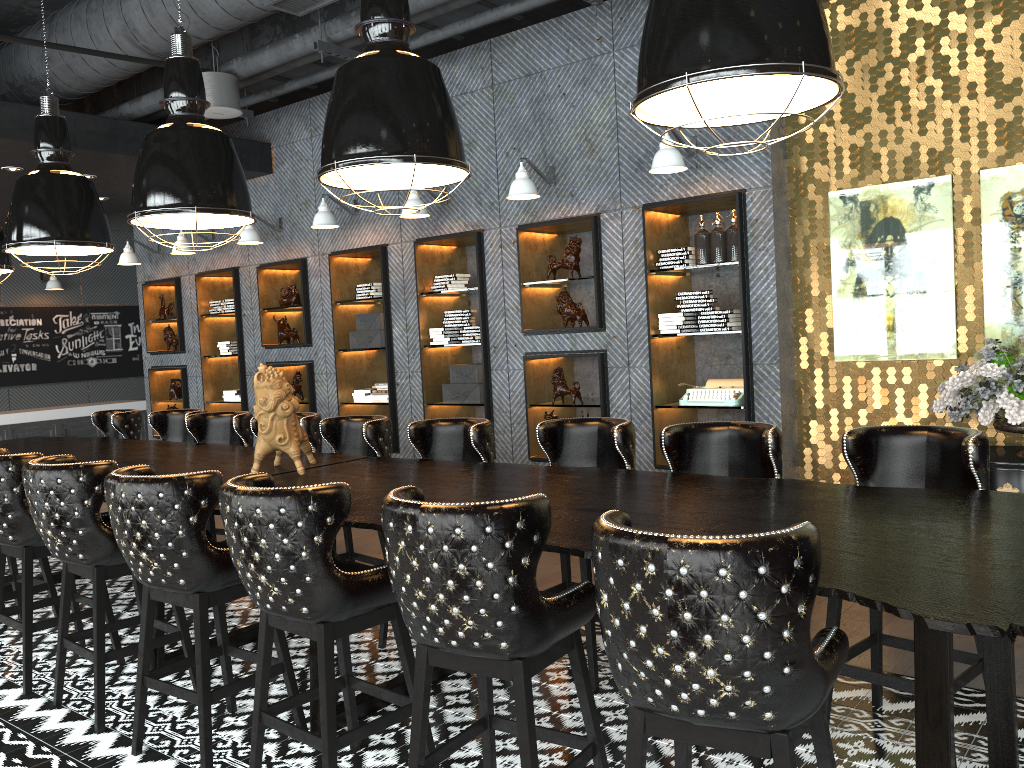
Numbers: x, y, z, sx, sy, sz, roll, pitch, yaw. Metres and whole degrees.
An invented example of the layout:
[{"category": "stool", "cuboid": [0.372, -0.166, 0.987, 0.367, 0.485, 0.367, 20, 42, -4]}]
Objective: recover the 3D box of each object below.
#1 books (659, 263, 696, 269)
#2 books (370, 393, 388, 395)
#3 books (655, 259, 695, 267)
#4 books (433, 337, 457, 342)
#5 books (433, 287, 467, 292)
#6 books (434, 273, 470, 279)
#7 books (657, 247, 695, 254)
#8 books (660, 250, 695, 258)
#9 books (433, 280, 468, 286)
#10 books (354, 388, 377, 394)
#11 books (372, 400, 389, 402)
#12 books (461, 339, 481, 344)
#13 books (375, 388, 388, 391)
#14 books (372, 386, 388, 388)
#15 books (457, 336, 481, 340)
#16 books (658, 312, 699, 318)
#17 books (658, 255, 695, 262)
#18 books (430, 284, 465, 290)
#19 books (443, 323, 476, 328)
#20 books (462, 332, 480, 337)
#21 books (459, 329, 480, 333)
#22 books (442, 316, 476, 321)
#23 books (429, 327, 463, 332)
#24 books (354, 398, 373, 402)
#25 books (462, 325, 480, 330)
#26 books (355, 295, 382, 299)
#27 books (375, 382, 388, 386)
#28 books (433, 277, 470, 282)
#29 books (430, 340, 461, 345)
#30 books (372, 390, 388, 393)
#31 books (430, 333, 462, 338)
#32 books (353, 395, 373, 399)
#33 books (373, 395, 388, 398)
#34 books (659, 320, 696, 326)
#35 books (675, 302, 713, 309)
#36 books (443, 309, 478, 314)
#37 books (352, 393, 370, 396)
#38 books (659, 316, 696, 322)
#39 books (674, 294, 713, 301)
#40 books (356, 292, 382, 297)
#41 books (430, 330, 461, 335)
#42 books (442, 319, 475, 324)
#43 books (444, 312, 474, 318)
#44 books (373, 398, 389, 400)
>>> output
[{"category": "books", "cuboid": [1.178, -0.814, 6.170, 0.245, 0.028, 0.194, 0, 4, 44]}, {"category": "books", "cuboid": [-1.135, 0.086, 8.028, 0.264, 0.019, 0.205, -1, 4, 38]}, {"category": "books", "cuboid": [1.148, -0.841, 6.179, 0.245, 0.028, 0.194, 0, 4, 43]}, {"category": "books", "cuboid": [-0.518, -0.381, 7.508, 0.193, 0.028, 0.245, -1, 4, 38]}, {"category": "books", "cuboid": [-0.525, -0.798, 7.512, 0.193, 0.028, 0.245, -5, 4, -35]}, {"category": "books", "cuboid": [-0.504, -0.913, 7.536, 0.245, 0.028, 0.194, -1, 4, 39]}, {"category": "books", "cuboid": [1.164, -0.927, 6.171, 0.245, 0.028, 0.194, 0, 4, 42]}, {"category": "books", "cuboid": [1.182, -0.899, 6.159, 0.245, 0.028, 0.194, -1, 4, 39]}, {"category": "books", "cuboid": [-0.522, -0.855, 7.530, 0.193, 0.028, 0.245, -6, 4, -43]}, {"category": "books", "cuboid": [-1.330, 0.063, 8.238, 0.179, 0.029, 0.225, -2, 4, 24]}, {"category": "books", "cuboid": [-1.127, 0.149, 8.026, 0.228, 0.023, 0.167, -1, 4, 39]}, {"category": "books", "cuboid": [-0.272, -0.358, 7.374, 0.245, 0.028, 0.194, 0, 4, 43]}, {"category": "books", "cuboid": [-1.107, 0.040, 8.047, 0.247, 0.023, 0.244, -2, 4, 24]}, {"category": "books", "cuboid": [-1.127, 0.021, 8.029, 0.206, 0.020, 0.197, 0, 4, 40]}, {"category": "books", "cuboid": [-0.308, -0.384, 7.362, 0.193, 0.028, 0.245, -6, 4, -40]}, {"category": "books", "cuboid": [1.156, -0.481, 6.167, 0.193, 0.028, 0.245, -1, 4, 37]}, {"category": "books", "cuboid": [1.170, -0.870, 6.159, 0.245, 0.028, 0.194, 0, 4, 41]}, {"category": "books", "cuboid": [-0.548, -0.826, 7.528, 0.193, 0.028, 0.245, -6, 4, -40]}, {"category": "books", "cuboid": [-0.439, -0.495, 7.458, 0.245, 0.028, 0.194, -3, 3, 8]}, {"category": "books", "cuboid": [-0.262, -0.417, 7.399, 0.245, 0.028, 0.194, -1, 4, 35]}, {"category": "books", "cuboid": [-0.291, -0.443, 7.395, 0.245, 0.028, 0.194, -1, 4, 29]}, {"category": "books", "cuboid": [-0.446, -0.553, 7.488, 0.245, 0.028, 0.194, -3, 3, 9]}, {"category": "books", "cuboid": [-0.550, -0.465, 7.534, 0.245, 0.028, 0.193, -6, 4, -44]}, {"category": "books", "cuboid": [-1.323, 0.141, 8.245, 0.243, 0.034, 0.180, -2, 3, 18]}, {"category": "books", "cuboid": [-0.256, -0.472, 7.377, 0.245, 0.028, 0.194, -1, 4, 34]}, {"category": "books", "cuboid": [-1.284, -0.792, 8.134, 0.245, 0.028, 0.194, -1, 4, 39]}, {"category": "books", "cuboid": [-1.118, -0.002, 8.049, 0.212, 0.024, 0.185, -1, 4, 33]}, {"category": "books", "cuboid": [-0.515, -0.884, 7.534, 0.245, 0.028, 0.194, -1, 4, 31]}, {"category": "books", "cuboid": [-0.548, -0.352, 7.534, 0.193, 0.028, 0.245, -1, 4, 32]}, {"category": "books", "cuboid": [-1.134, 0.064, 8.039, 0.197, 0.023, 0.248, -5, 4, -34]}, {"category": "books", "cuboid": [-0.547, -0.410, 7.552, 0.193, 0.028, 0.245, 0, 5, 45]}, {"category": "books", "cuboid": [-1.341, 0.113, 8.247, 0.227, 0.024, 0.166, -3, 3, 7]}, {"category": "books", "cuboid": [-1.132, 0.106, 8.035, 0.228, 0.022, 0.202, 0, 4, 42]}, {"category": "books", "cuboid": [1.166, -0.425, 6.178, 0.193, 0.028, 0.245, 0, 4, 41]}, {"category": "books", "cuboid": [1.250, -0.536, 6.075, 0.245, 0.028, 0.194, -2, 3, 15]}, {"category": "books", "cuboid": [-0.435, -0.609, 7.474, 0.245, 0.028, 0.194, -2, 3, 14]}, {"category": "books", "cuboid": [-1.345, 0.088, 8.278, 0.175, 0.024, 0.243, -1, 4, 38]}, {"category": "books", "cuboid": [1.158, -0.452, 6.170, 0.193, 0.028, 0.245, -1, 4, 34]}, {"category": "books", "cuboid": [1.253, -0.595, 6.115, 0.245, 0.028, 0.194, -2, 3, 19]}, {"category": "books", "cuboid": [-1.285, -0.819, 8.119, 0.193, 0.028, 0.245, -6, 4, -40]}, {"category": "books", "cuboid": [-0.545, -0.436, 7.507, 0.245, 0.028, 0.193, -6, 4, -38]}, {"category": "books", "cuboid": [-0.448, -0.522, 7.451, 0.245, 0.028, 0.194, -2, 3, 11]}, {"category": "books", "cuboid": [-0.446, -0.580, 7.468, 0.245, 0.028, 0.193, -3, 3, 0]}, {"category": "books", "cuboid": [-1.130, 0.128, 8.035, 0.159, 0.021, 0.224, -6, 4, -42]}]
